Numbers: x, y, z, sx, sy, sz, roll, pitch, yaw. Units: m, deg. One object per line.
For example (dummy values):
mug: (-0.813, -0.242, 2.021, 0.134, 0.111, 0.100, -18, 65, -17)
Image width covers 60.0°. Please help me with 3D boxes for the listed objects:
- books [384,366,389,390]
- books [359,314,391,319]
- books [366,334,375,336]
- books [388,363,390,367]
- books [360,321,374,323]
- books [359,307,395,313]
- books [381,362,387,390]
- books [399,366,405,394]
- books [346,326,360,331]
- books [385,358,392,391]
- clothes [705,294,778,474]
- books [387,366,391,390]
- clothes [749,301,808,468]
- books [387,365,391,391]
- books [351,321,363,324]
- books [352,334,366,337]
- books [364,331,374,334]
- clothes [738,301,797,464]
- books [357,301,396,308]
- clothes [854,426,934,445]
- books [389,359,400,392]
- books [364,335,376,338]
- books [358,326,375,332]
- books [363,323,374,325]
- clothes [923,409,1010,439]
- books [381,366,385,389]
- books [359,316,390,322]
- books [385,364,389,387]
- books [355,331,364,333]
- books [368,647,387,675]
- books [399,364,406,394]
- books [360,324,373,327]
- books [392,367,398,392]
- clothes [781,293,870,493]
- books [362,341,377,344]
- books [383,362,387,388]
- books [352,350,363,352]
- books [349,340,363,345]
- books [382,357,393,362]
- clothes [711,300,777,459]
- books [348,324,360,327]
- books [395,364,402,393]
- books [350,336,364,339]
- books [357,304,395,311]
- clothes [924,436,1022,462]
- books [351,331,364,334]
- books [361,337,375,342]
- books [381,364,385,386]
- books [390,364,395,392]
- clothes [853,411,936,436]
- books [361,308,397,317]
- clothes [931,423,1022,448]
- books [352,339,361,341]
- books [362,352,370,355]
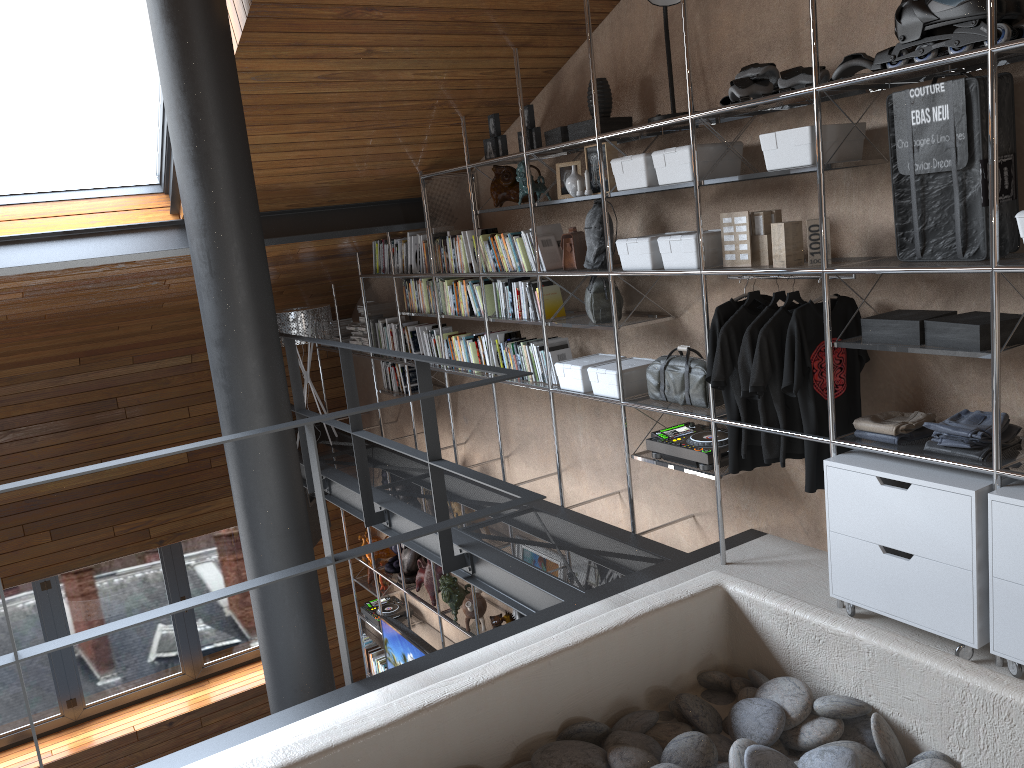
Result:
books: (-0.850, -0.052, 6.356, 0.119, 0.171, 0.014, -13, 12, -31)
books: (-0.973, -0.496, 6.458, 0.228, 0.016, 0.182, -13, 12, -31)
books: (-0.947, -0.379, 6.496, 0.227, 0.013, 0.160, -10, 11, -19)
books: (-0.816, -0.058, 6.295, 0.111, 0.198, 0.008, -13, 12, -31)
books: (-0.983, -0.466, 6.481, 0.201, 0.012, 0.161, -13, 12, -31)
books: (-0.984, -0.542, 6.465, 0.216, 0.021, 0.174, -13, 12, -31)
books: (-0.866, -0.068, 6.372, 0.127, 0.201, 0.011, -13, 12, -31)
books: (-0.702, -0.044, 6.134, 0.131, 0.205, 0.051, -13, 12, -31)
books: (-1.101, -0.442, 6.730, 0.268, 0.025, 0.176, -13, 12, -31)
books: (-0.817, -0.077, 6.332, 0.161, 0.223, 0.017, -13, 12, -31)
clothes: (0.936, -0.006, 3.464, 0.424, 0.689, 0.090, -13, 12, -32)
books: (-0.823, -0.048, 6.302, 0.112, 0.177, 0.009, -13, 12, -31)
clothes: (1.041, -0.002, 3.260, 0.488, 0.586, 0.074, -15, 13, -37)
books: (-0.824, -0.053, 6.313, 0.117, 0.183, 0.012, -13, 12, -31)
books: (-1.097, -0.477, 6.735, 0.206, 0.012, 0.161, -13, 12, -31)
books: (-1.081, -0.390, 6.746, 0.213, 0.017, 0.167, -14, 13, -35)
books: (-0.947, -0.391, 6.482, 0.225, 0.017, 0.167, -13, 12, -31)
clothes: (1.032, -0.015, 3.331, 0.488, 0.586, 0.074, -15, 13, -37)
books: (-0.988, -0.579, 6.472, 0.228, 0.016, 0.182, -13, 12, -31)
clothes: (1.300, 0.151, 2.972, 0.248, 0.043, 0.190, -11, 11, -22)
books: (-0.796, -0.070, 6.258, 0.122, 0.230, 0.017, -13, 12, -31)
books: (-0.953, -0.365, 6.492, 0.222, 0.012, 0.160, -14, 13, -36)
books: (-0.963, -0.422, 6.472, 0.288, 0.025, 0.175, -11, 12, -25)
books: (-0.960, -0.456, 6.476, 0.222, 0.012, 0.160, -11, 12, -25)
clothes: (1.418, 0.124, 2.745, 0.200, 0.052, 0.194, -12, 12, -29)
books: (-0.879, -0.074, 6.412, 0.127, 0.201, 0.011, -13, 12, -31)
books: (-0.986, -0.479, 6.468, 0.208, 0.017, 0.167, -13, 12, -31)
books: (-0.835, -0.069, 6.344, 0.125, 0.206, 0.019, -13, 12, -31)
books: (-1.086, -0.418, 6.752, 0.208, 0.013, 0.161, -12, 12, -26)
books: (-1.074, 2.457, 7.645, 0.139, 0.208, 0.461, -13, 12, -31)
books: (-0.696, -0.048, 6.122, 0.137, 0.216, 0.049, -13, 12, -31)
books: (-0.972, -0.441, 6.476, 0.254, 0.012, 0.158, -10, 11, -19)
books: (-0.785, -0.041, 6.242, 0.112, 0.177, 0.009, -13, 12, -31)
clothes: (1.131, 0.030, 3.155, 0.424, 0.689, 0.090, -13, 12, -32)
books: (-0.946, -0.324, 6.494, 0.258, 0.016, 0.181, -12, 12, -29)
books: (-0.854, -0.069, 6.367, 0.127, 0.201, 0.011, -13, 12, -31)
books: (-1.092, -0.276, 6.769, 0.234, 0.016, 0.182, -13, 12, -31)
books: (-1.089, -0.334, 6.750, 0.240, 0.028, 0.180, -16, 14, -40)
books: (-0.843, -0.085, 6.397, 0.177, 0.219, 0.008, -13, 12, -31)
clothes: (0.941, -0.021, 3.418, 0.488, 0.586, 0.074, -15, 13, -37)
books: (-1.111, -0.462, 6.733, 0.231, 0.012, 0.159, -12, 12, -26)
books: (-0.739, -0.050, 6.196, 0.123, 0.203, 0.054, -13, 12, -31)
books: (-1.079, -0.371, 6.733, 0.234, 0.016, 0.182, -16, 14, -40)
books: (-0.985, -0.561, 6.463, 0.228, 0.016, 0.182, -13, 12, -31)
clothes: (1.440, 0.178, 2.750, 0.243, 0.045, 0.208, -13, 12, -31)
books: (-1.093, -0.405, 6.747, 0.206, 0.012, 0.161, -16, 14, -40)
books: (-0.955, -0.343, 6.486, 0.258, 0.028, 0.180, -11, 12, -25)
books: (-0.859, -0.086, 6.410, 0.164, 0.219, 0.010, -13, 12, -31)
books: (-0.793, -0.052, 6.246, 0.111, 0.198, 0.008, -13, 12, -31)
clothes: (1.285, 0.123, 2.958, 0.221, 0.050, 0.196, -12, 12, -28)
books: (-0.956, -0.521, 6.467, 0.234, 0.028, 0.180, -13, 12, -31)
clothes: (1.423, 0.156, 2.734, 0.215, 0.047, 0.191, -13, 12, -30)
books: (-1.077, -0.356, 6.737, 0.234, 0.016, 0.182, -12, 12, -26)
books: (-0.952, -0.244, 6.514, 0.252, 0.016, 0.182, -11, 12, -25)
